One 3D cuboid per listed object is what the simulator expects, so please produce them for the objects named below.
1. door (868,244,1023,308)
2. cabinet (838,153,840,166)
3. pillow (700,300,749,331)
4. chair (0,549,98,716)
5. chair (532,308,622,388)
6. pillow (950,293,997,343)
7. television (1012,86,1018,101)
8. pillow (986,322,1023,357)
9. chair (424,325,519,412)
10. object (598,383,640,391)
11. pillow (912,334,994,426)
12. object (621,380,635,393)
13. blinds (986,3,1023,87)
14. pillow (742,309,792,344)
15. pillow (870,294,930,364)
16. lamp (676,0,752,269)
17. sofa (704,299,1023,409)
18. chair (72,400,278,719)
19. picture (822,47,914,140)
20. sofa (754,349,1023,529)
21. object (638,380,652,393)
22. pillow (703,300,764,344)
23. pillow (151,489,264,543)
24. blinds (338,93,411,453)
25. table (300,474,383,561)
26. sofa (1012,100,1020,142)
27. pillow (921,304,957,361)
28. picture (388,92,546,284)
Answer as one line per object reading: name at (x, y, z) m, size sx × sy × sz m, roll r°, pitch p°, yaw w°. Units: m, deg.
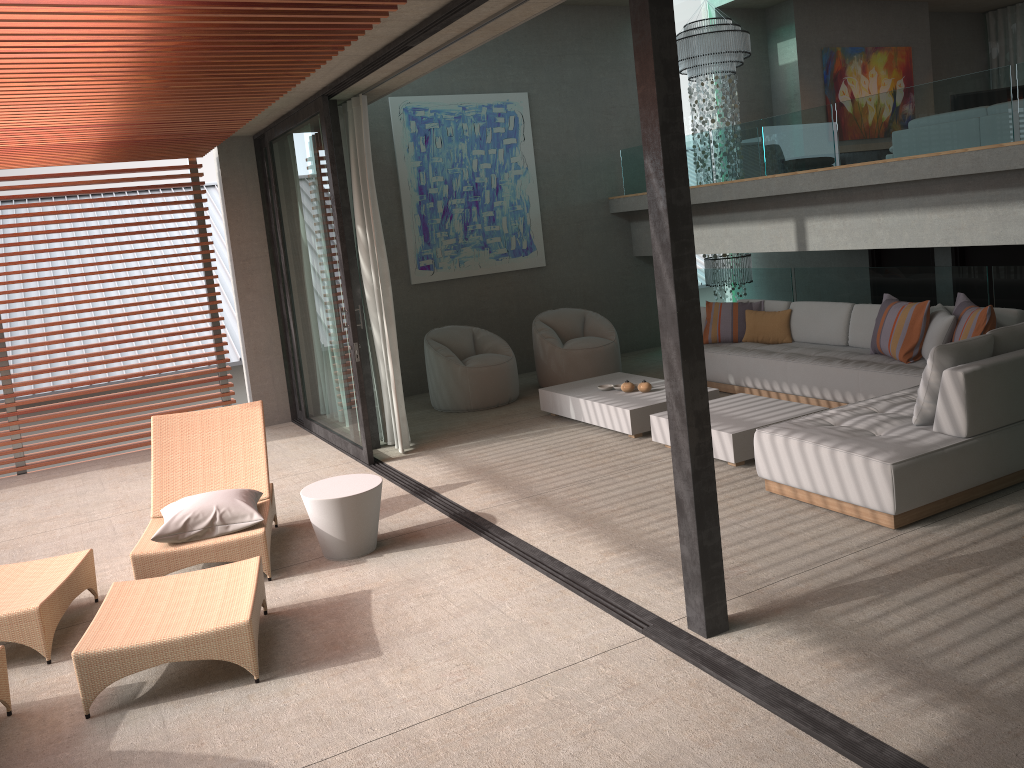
door at (2.179, 0.404, 2.250) m, size 5.768 × 4.434 × 15.500 m, roll 0°, pitch 12°, yaw 35°
cabinet at (4.966, -3.097, 12.696) m, size 2.485 × 0.450 × 0.416 m, roll -11°, pitch 9°, yaw -27°
pillow at (2.135, -0.600, 8.881) m, size 0.617 × 0.417 × 0.314 m, roll -5°, pitch 7°, yaw 9°
chair at (-2.475, 1.012, 3.647) m, size 0.701 × 0.819 × 2.316 m, roll -7°, pitch 10°, yaw -8°
chair at (0.693, -0.402, 9.512) m, size 0.922 × 0.781 × 0.929 m, roll -7°, pitch 8°, yaw -3°
pillow at (3.365, -0.385, 6.484) m, size 0.279 × 0.500 × 0.705 m, roll -4°, pitch 9°, yaw 16°
television at (6.272, -3.548, 11.540) m, size 0.958 × 0.578 × 0.191 m, roll -3°, pitch 7°, yaw 19°
pillow at (2.937, -0.116, 5.251) m, size 0.495 × 0.494 × 0.239 m, roll -10°, pitch 8°, yaw -27°
chair at (-0.414, -0.194, 9.043) m, size 0.926 × 0.781 × 0.925 m, roll -10°, pitch 9°, yaw -23°
object at (0.959, 0.030, 7.672) m, size 0.436 × 0.039 × 0.156 m, roll -3°, pitch 11°, yaw 19°
pillow at (2.514, -0.019, 5.035) m, size 0.495 × 0.479 × 0.267 m, roll -10°, pitch 8°, yaw -26°
object at (0.987, 0.017, 7.539) m, size 0.120 × 0.105 × 0.120 m, roll -10°, pitch 9°, yaw -22°
blinds at (8.594, -4.392, 12.603) m, size 0.224 × 2.704 × 3.866 m, roll -9°, pitch 9°, yaw -27°
pillow at (2.441, -0.548, 8.438) m, size 0.462 × 0.322 × 0.228 m, roll -2°, pitch 8°, yaw 26°
pillow at (3.066, -0.438, 7.027) m, size 0.311 × 0.490 × 0.744 m, roll -7°, pitch 9°, yaw -4°
lamp at (2.632, -3.028, 11.290) m, size 0.999 × 3.906 × 1.009 m, roll -1°, pitch 8°, yaw 43°
sofa at (2.759, -0.288, 7.641) m, size 1.055 × 0.746 × 3.476 m, roll -11°, pitch 11°, yaw -26°
chair at (-1.690, 0.733, 4.705) m, size 0.702 × 0.819 × 2.314 m, roll -8°, pitch 10°, yaw -12°
picture at (5.004, -4.055, 12.314) m, size 1.761 × 1.240 × 0.030 m, roll -11°, pitch 7°, yaw -27°
sofa at (2.373, 0.200, 5.246) m, size 1.605 × 0.726 × 1.017 m, roll -11°, pitch 10°, yaw -27°
object at (1.120, 0.016, 7.461) m, size 0.119 × 0.105 × 0.121 m, roll -5°, pitch 8°, yaw 8°
pillow at (2.167, -0.611, 8.684) m, size 0.654 × 0.438 × 0.344 m, roll -4°, pitch 8°, yaw 16°
pillow at (-1.725, 0.733, 5.045) m, size 0.597 × 0.192 × 0.598 m, roll -9°, pitch 10°, yaw -15°
blinds at (-1.555, -1.008, 8.208) m, size 0.224 × 2.899 × 2.435 m, roll -9°, pitch 8°, yaw -27°
table at (-0.973, 0.787, 5.182) m, size 0.475 × 0.390 × 0.479 m, roll 2°, pitch 12°, yaw 44°
sofa at (5.189, -2.309, 8.415) m, size 0.980 × 0.856 × 3.263 m, roll -10°, pitch 11°, yaw -26°
pillow at (3.242, -0.382, 6.756) m, size 0.238 × 0.401 × 0.601 m, roll -4°, pitch 9°, yaw 16°
picture at (-0.469, -2.263, 10.086) m, size 1.730 × 2.032 × 0.030 m, roll -10°, pitch 7°, yaw -27°
